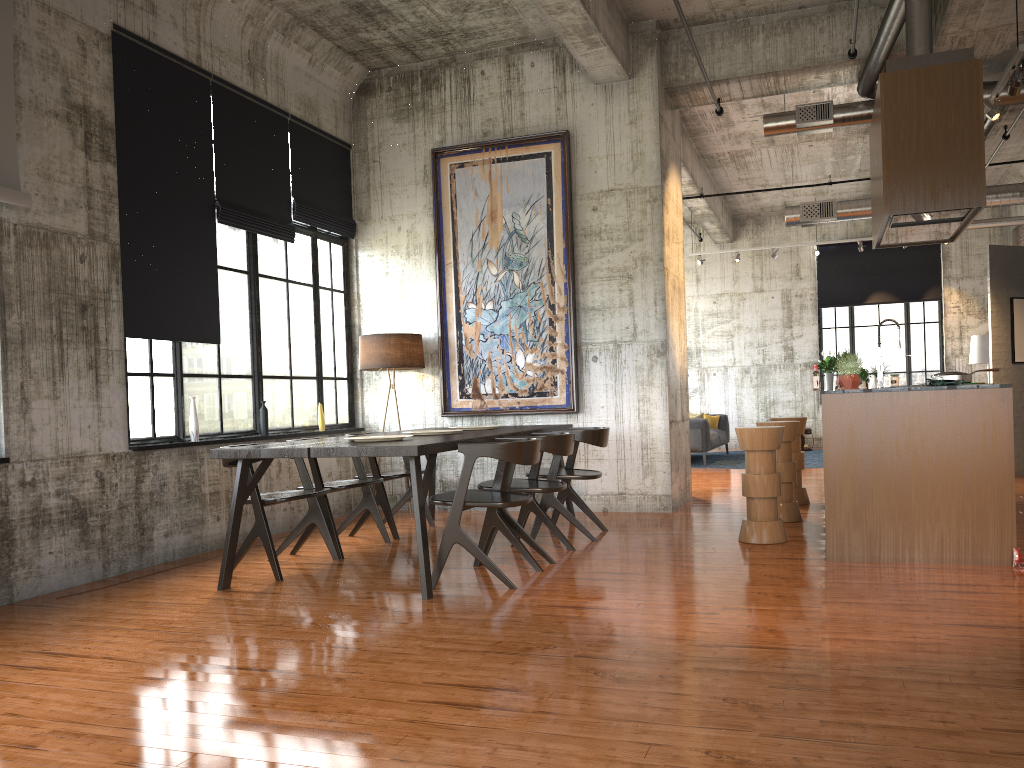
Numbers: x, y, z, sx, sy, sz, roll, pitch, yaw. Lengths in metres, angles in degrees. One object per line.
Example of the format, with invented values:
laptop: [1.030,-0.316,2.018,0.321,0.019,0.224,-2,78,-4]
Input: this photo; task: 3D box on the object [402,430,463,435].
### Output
object: [-0.686,0.422,7.697,0.527,0.024,0.526,-3,-1,30]

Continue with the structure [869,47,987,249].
structure: [3.253,-1.788,7.060,0.663,1.126,1.628,-2,0,19]

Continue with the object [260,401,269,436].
object: [-2.481,0.347,8.870,0.080,0.352,0.080,-3,1,-40]

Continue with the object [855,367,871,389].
object: [4.094,-0.072,10.394,0.231,0.258,0.236,-2,0,-32]

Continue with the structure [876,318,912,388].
structure: [4.115,-0.336,9.555,0.361,0.750,0.168,-2,1,20]

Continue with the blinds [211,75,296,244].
blinds: [-2.552,-2.200,8.861,0.052,1.398,1.254,-2,0,19]

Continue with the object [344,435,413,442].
object: [-1.016,0.416,6.765,0.527,0.024,0.526,-3,-1,30]

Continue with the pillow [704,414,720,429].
pillow: [4.001,0.764,17.816,0.434,0.319,0.168,-2,0,-6]

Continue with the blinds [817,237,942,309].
blinds: [7.857,-2.432,19.029,2.444,1.464,0.150,-2,1,20]

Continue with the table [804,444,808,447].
table: [6.036,1.236,19.458,0.875,0.359,0.475,-2,0,20]

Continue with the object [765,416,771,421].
object: [5.655,0.893,19.471,0.163,0.361,0.163,-2,1,18]

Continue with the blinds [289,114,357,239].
blinds: [-2.126,-2.321,10.076,0.052,1.142,1.296,-2,0,19]

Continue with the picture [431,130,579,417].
picture: [-0.096,-1.202,10.042,1.656,3.121,0.142,-2,1,20]

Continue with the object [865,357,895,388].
object: [4.275,-0.142,10.304,0.361,0.381,0.305,-2,0,-36]

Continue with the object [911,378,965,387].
object: [3.106,-0.016,6.459,0.391,0.068,0.185,-2,-1,-24]

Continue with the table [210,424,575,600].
table: [-0.729,0.939,7.699,1.639,1.006,3.701,-2,-1,19]

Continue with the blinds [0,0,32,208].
blinds: [-4.156,-2.123,4.048,0.137,1.776,4.464,-2,-1,20]

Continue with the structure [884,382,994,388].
structure: [3.372,0.011,7.076,0.678,0.019,1.096,-2,-1,19]

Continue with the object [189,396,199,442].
object: [-2.832,0.311,7.892,0.082,0.411,0.082,-2,1,-20]

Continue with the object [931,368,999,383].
object: [3.519,-0.058,6.841,0.729,0.120,0.331,-1,-1,-35]

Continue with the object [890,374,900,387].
object: [4.419,-0.037,10.232,0.107,0.158,0.107,-2,0,-35]

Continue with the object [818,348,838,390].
object: [3.746,-0.178,10.461,0.304,0.502,0.268,-2,0,-28]

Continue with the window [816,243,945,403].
window: [7.959,-1.308,19.209,2.580,3.437,0.050,-2,1,20]

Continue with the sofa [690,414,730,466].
sofa: [3.313,1.043,17.031,1.362,0.861,3.002,-2,-1,21]

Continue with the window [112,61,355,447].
window: [-2.594,-1.147,8.945,0.050,3.436,3.810,-2,0,19]

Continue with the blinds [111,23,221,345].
blinds: [-2.968,-1.638,7.701,0.034,2.535,1.214,-2,1,19]

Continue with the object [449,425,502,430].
object: [-0.356,0.427,8.629,0.527,0.024,0.526,-3,-1,30]

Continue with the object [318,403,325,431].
object: [-2.122,0.367,9.876,0.073,0.318,0.074,-2,1,-18]

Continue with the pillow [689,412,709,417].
pillow: [3.701,0.759,17.954,0.537,0.446,0.260,-2,0,27]

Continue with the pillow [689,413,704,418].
pillow: [3.260,0.738,15.964,0.537,0.446,0.260,-2,0,27]

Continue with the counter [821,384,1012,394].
counter: [3.592,0.122,8.372,1.245,0.174,4.361,-2,-1,19]
